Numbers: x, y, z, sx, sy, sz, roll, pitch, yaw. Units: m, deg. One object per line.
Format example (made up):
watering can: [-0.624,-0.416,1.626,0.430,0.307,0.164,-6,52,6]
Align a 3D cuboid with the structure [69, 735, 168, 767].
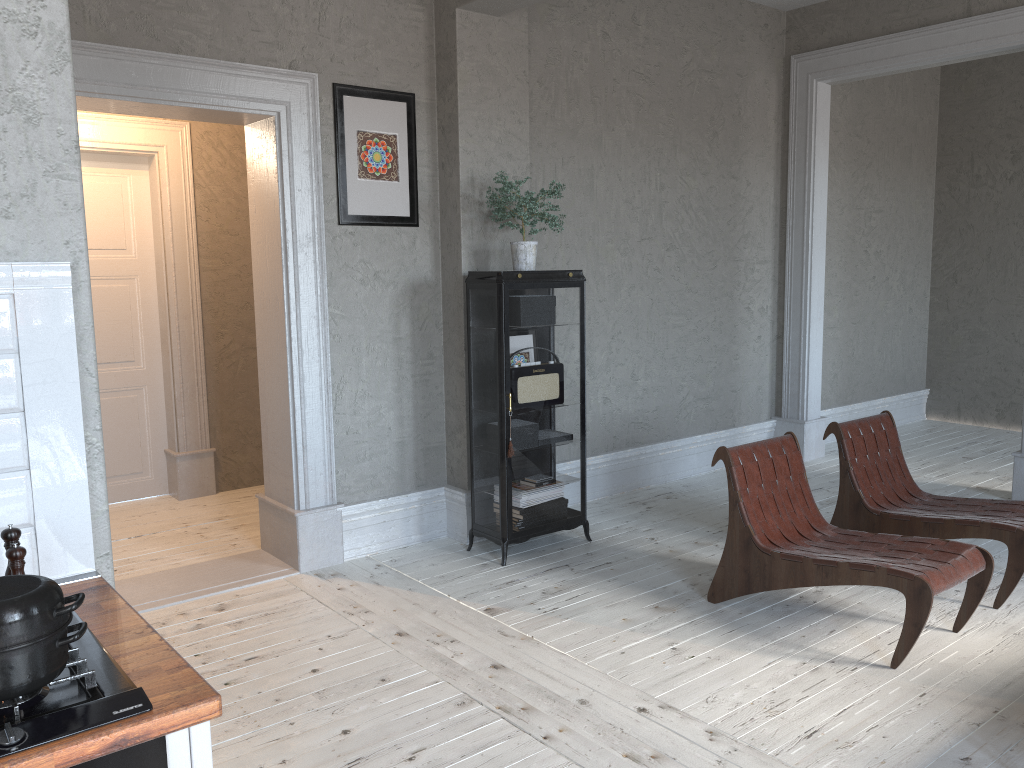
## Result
structure: [-0.926,0.829,1.372,0.635,0.623,0.605,-7,10,-38]

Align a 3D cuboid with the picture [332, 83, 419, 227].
picture: [-0.677,-1.137,4.454,0.468,0.677,0.019,-7,10,-39]

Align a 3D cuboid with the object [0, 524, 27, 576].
object: [-0.941,0.351,1.681,0.036,0.167,0.071,-7,10,-38]

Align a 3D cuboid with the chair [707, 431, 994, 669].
chair: [1.373,0.644,3.676,0.518,0.721,0.995,-7,10,-38]

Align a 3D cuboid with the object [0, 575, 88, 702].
object: [-0.761,0.377,1.321,0.186,0.147,0.196,4,9,30]

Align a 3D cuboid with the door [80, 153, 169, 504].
door: [-2.586,-0.320,5.501,0.820,2.192,0.078,-7,10,-39]

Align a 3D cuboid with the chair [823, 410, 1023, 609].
chair: [2.051,0.562,4.223,0.518,0.721,0.995,-7,10,-38]

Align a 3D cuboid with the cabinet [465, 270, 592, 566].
cabinet: [0.089,0.146,4.648,0.631,1.471,0.341,-7,10,-39]

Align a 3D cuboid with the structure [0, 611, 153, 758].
structure: [-0.919,0.471,1.300,0.618,0.031,0.486,-7,10,-39]

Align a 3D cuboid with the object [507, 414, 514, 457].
object: [-0.008,0.248,4.365,0.040,0.234,0.045,0,8,8]

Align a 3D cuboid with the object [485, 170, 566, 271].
object: [0.077,-0.835,4.520,0.404,0.506,0.408,-4,8,-23]
